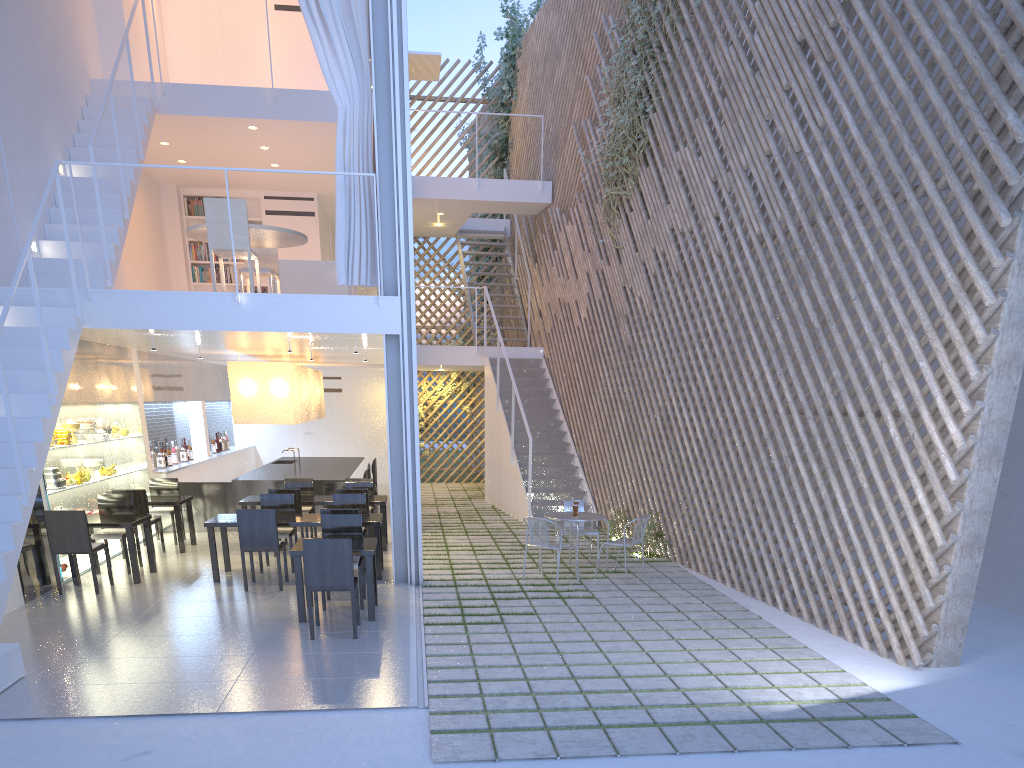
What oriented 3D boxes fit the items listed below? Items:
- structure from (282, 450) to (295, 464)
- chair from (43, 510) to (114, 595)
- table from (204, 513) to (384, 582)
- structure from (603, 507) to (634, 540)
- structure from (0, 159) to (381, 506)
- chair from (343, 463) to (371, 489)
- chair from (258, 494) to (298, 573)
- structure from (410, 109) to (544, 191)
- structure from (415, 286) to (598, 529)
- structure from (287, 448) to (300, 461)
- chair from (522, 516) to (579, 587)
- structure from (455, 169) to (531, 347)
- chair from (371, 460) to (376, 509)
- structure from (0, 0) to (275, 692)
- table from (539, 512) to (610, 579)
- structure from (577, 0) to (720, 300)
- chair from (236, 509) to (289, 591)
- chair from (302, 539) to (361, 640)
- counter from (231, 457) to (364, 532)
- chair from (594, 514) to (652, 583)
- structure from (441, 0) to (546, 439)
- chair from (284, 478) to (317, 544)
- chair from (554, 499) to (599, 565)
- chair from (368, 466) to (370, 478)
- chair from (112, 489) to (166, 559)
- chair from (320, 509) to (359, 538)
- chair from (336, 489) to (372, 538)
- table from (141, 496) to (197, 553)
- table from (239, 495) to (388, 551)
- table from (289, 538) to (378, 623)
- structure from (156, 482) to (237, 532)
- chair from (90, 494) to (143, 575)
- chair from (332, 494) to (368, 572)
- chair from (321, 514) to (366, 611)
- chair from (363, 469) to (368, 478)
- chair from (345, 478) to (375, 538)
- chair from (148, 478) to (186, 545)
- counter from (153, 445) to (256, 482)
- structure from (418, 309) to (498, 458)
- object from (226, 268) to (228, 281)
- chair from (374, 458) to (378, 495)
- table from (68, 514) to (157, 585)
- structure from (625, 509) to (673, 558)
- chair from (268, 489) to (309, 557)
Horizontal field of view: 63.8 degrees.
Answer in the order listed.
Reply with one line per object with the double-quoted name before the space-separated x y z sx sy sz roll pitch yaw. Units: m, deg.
"structure" -2.023 0.658 7.450 0.113 0.134 0.031 -1 17 -6
"chair" -2.184 0.838 4.163 0.192 0.474 0.216 -1 15 -7
"table" -1.178 0.905 4.568 0.916 0.359 0.325 0 10 -6
"structure" 0.782 1.005 5.893 0.266 0.282 0.242 1 10 1
"structure" -1.226 -0.046 3.302 1.365 1.936 1.322 -1 12 -6
"chair" -1.333 0.901 7.072 0.239 0.474 0.172 -2 16 -11
"chair" -1.346 0.858 4.718 0.192 0.474 0.216 -1 15 -7
"structure" -0.302 -1.995 7.038 1.139 0.617 0.024 0 18 -6
"structure" -0.110 0.133 6.942 1.180 2.118 1.813 -3 11 -13
"structure" -2.061 0.664 7.764 0.113 0.134 0.031 -1 17 -6
"chair" 0.197 0.895 4.468 0.253 0.411 0.235 11 17 37
"structure" -0.213 -1.293 8.316 0.535 2.038 1.151 -3 14 -12
"chair" -1.353 0.906 7.389 0.240 0.475 0.172 -2 16 -9
"structure" -1.486 -0.655 3.763 1.730 3.574 3.380 -1 9 -7
"table" 0.356 0.924 4.753 0.336 0.361 0.334 -9 13 -44
"structure" 0.938 -2.032 4.950 0.738 2.941 2.175 -4 12 -15
"chair" -1.292 0.850 4.281 0.192 0.474 0.216 -1 15 -7
"chair" -0.749 0.841 3.446 0.192 0.474 0.216 -1 15 -7
"counter" -1.767 0.920 7.223 0.815 0.400 2.360 0 0 -7
"chair" 0.636 0.902 4.594 0.241 0.411 0.246 9 16 32
"structure" -0.264 -1.560 9.756 1.116 4.888 3.024 -2 13 -9
"chair" -1.458 0.873 5.634 0.192 0.474 0.216 -1 15 -7
"chair" 0.389 0.908 5.045 0.263 0.411 0.225 -1 14 -6
"chair" -1.283 0.895 6.758 0.240 0.475 0.172 -2 16 -8
"chair" -2.297 0.854 5.080 0.192 0.474 0.216 -1 15 -7
"chair" -0.885 0.855 4.326 0.192 0.474 0.216 -1 15 -7
"chair" -0.997 0.871 5.243 0.192 0.474 0.216 -1 15 -7
"table" -2.275 0.907 5.327 0.359 0.359 0.325 0 10 -7
"table" -1.284 0.920 5.437 0.916 0.359 0.325 0 10 -6
"table" -0.800 0.895 3.774 0.359 0.359 0.325 0 10 -7
"structure" -2.305 0.897 5.985 0.556 0.401 0.011 0 18 -6
"chair" -2.242 0.846 4.632 0.192 0.474 0.216 -1 15 -7
"chair" -0.938 0.863 4.763 0.192 0.474 0.216 -1 15 -7
"chair" -0.807 0.849 3.915 0.192 0.474 0.216 -1 15 -7
"chair" -1.249 0.890 6.442 0.240 0.475 0.172 -1 16 -5
"chair" -1.051 0.878 5.679 0.192 0.474 0.216 -1 15 -7
"chair" -2.354 0.862 5.548 0.192 0.474 0.216 -1 15 -7
"counter" -2.820 0.894 7.697 0.232 0.462 3.408 -1 0 -7
"structure" -0.709 0.151 9.480 1.144 2.161 0.262 -1 18 -6
"object" -2.483 -0.941 7.197 0.006 0.139 0.065 -2 15 -7
"chair" -1.388 0.911 7.704 0.240 0.475 0.172 -1 16 -4
"table" -2.168 0.892 4.458 0.359 0.359 0.325 0 10 -7
"structure" 0.875 0.959 5.280 0.293 0.350 0.294 -4 11 -21
"chair" -1.405 0.866 5.198 0.192 0.474 0.216 -1 15 -7
